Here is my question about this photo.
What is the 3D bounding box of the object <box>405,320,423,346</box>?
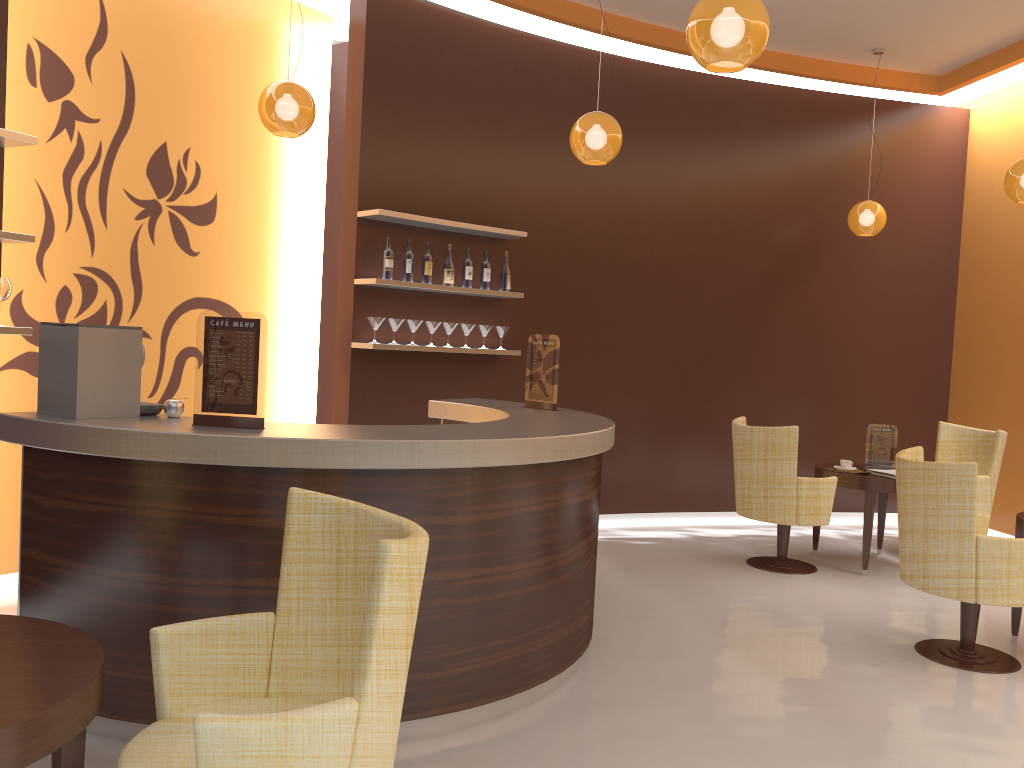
[{"bbox_3d":[-0.681,-0.352,6.104,0.137,0.174,0.137,1,3,-35],"label":"object"}]

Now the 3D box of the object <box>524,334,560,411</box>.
[{"bbox_3d":[0.168,-0.068,4.931,0.052,0.414,0.258,1,3,-41],"label":"object"}]

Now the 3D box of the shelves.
[{"bbox_3d":[-1.526,-0.673,4.845,0.586,0.902,4.744,5,3,37],"label":"shelves"}]

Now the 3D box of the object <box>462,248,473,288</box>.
[{"bbox_3d":[-0.319,-0.826,6.351,0.073,0.297,0.073,4,3,28],"label":"object"}]

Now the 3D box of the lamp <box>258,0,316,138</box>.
[{"bbox_3d":[-1.164,-2.075,4.690,0.299,1.500,0.299,3,2,8],"label":"lamp"}]

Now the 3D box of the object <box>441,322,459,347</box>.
[{"bbox_3d":[-0.450,-0.347,6.298,0.137,0.174,0.137,1,3,-35],"label":"object"}]

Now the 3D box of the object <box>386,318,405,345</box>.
[{"bbox_3d":[-0.795,-0.354,6.000,0.137,0.174,0.137,5,3,45],"label":"object"}]

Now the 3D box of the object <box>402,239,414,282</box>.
[{"bbox_3d":[-0.702,-0.833,6.028,0.073,0.297,0.073,4,3,28],"label":"object"}]

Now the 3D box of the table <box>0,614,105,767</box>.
[{"bbox_3d":[-1.350,0.953,1.875,0.872,0.679,0.874,5,3,36],"label":"table"}]

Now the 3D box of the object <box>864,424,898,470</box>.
[{"bbox_3d":[2.681,0.461,6.437,0.209,0.335,0.042,4,3,13],"label":"object"}]

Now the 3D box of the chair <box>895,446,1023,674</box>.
[{"bbox_3d":[2.269,0.863,4.449,0.685,1.017,0.729,3,2,7],"label":"chair"}]

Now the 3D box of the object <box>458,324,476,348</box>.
[{"bbox_3d":[-0.329,-0.345,6.392,0.137,0.174,0.137,1,3,-35],"label":"object"}]

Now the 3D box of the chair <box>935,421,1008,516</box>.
[{"bbox_3d":[3.350,0.819,6.797,0.685,1.017,0.729,3,2,-11],"label":"chair"}]

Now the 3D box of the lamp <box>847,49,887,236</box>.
[{"bbox_3d":[2.947,-1.970,7.255,0.299,1.500,0.299,3,2,-10],"label":"lamp"}]

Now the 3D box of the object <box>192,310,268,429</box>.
[{"bbox_3d":[-1.001,-0.053,3.157,0.258,0.414,0.052,3,2,4],"label":"object"}]

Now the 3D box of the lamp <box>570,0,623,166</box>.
[{"bbox_3d":[0.507,-2.000,4.991,0.299,1.500,0.299,3,2,8],"label":"lamp"}]

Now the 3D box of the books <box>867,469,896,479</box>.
[{"bbox_3d":[2.705,0.625,6.145,0.367,0.035,0.345,2,3,-20],"label":"books"}]

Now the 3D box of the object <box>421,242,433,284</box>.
[{"bbox_3d":[-0.587,-0.831,6.133,0.073,0.297,0.073,2,3,-13],"label":"object"}]

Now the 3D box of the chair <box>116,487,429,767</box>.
[{"bbox_3d":[-0.571,0.814,2.125,0.685,1.017,0.729,1,3,-32],"label":"chair"}]

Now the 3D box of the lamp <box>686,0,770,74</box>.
[{"bbox_3d":[0.821,-1.908,3.221,0.299,1.500,0.299,1,3,-32],"label":"lamp"}]

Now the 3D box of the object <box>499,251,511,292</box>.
[{"bbox_3d":[-0.050,-0.826,6.550,0.086,0.303,0.086,3,2,4],"label":"object"}]

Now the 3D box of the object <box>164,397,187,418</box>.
[{"bbox_3d":[-1.296,0.090,3.404,0.075,0.077,0.075,1,3,-41],"label":"object"}]

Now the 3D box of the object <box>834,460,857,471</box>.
[{"bbox_3d":[2.371,0.578,6.304,0.153,0.069,0.153,4,3,16],"label":"object"}]

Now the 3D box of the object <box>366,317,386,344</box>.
[{"bbox_3d":[-0.910,-0.355,5.895,0.137,0.174,0.137,5,3,45],"label":"object"}]

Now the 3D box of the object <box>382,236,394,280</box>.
[{"bbox_3d":[-0.827,-0.834,5.910,0.073,0.297,0.073,4,3,28],"label":"object"}]

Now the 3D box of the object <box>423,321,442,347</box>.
[{"bbox_3d":[-0.561,-0.349,6.202,0.137,0.174,0.137,1,3,-35],"label":"object"}]

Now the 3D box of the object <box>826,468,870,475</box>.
[{"bbox_3d":[2.352,0.606,6.299,0.239,0.021,0.464,3,2,4],"label":"object"}]

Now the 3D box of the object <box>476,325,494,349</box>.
[{"bbox_3d":[-0.203,-0.342,6.486,0.137,0.174,0.137,4,3,15],"label":"object"}]

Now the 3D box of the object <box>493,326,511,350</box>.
[{"bbox_3d":[-0.079,-0.340,6.580,0.137,0.174,0.137,1,3,-35],"label":"object"}]

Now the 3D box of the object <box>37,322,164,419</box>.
[{"bbox_3d":[-1.544,-0.054,3.374,0.270,0.340,0.373,5,3,35],"label":"object"}]

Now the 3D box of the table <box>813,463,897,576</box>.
[{"bbox_3d":[2.630,0.967,6.415,0.872,0.679,0.874,4,3,26],"label":"table"}]

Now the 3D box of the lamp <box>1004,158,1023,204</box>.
[{"bbox_3d":[3.261,-1.878,5.485,0.299,1.500,0.299,5,3,33],"label":"lamp"}]

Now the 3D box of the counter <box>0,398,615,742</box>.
[{"bbox_3d":[-0.441,0.698,4.009,1.586,1.100,2.917,5,3,35],"label":"counter"}]

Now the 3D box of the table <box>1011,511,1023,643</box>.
[{"bbox_3d":[3.066,1.069,4.554,0.872,0.679,0.874,4,3,21],"label":"table"}]

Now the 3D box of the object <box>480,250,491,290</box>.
[{"bbox_3d":[-0.193,-0.824,6.447,0.073,0.297,0.073,4,3,28],"label":"object"}]

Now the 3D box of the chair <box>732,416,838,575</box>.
[{"bbox_3d":[1.872,0.767,6.192,0.685,1.017,0.729,2,3,-13],"label":"chair"}]

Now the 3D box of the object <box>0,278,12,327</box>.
[{"bbox_3d":[-2.353,-0.374,4.044,0.125,0.221,0.125,4,3,15],"label":"object"}]

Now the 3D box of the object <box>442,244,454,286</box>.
[{"bbox_3d":[-0.448,-0.834,6.258,0.086,0.303,0.086,2,3,-27],"label":"object"}]
